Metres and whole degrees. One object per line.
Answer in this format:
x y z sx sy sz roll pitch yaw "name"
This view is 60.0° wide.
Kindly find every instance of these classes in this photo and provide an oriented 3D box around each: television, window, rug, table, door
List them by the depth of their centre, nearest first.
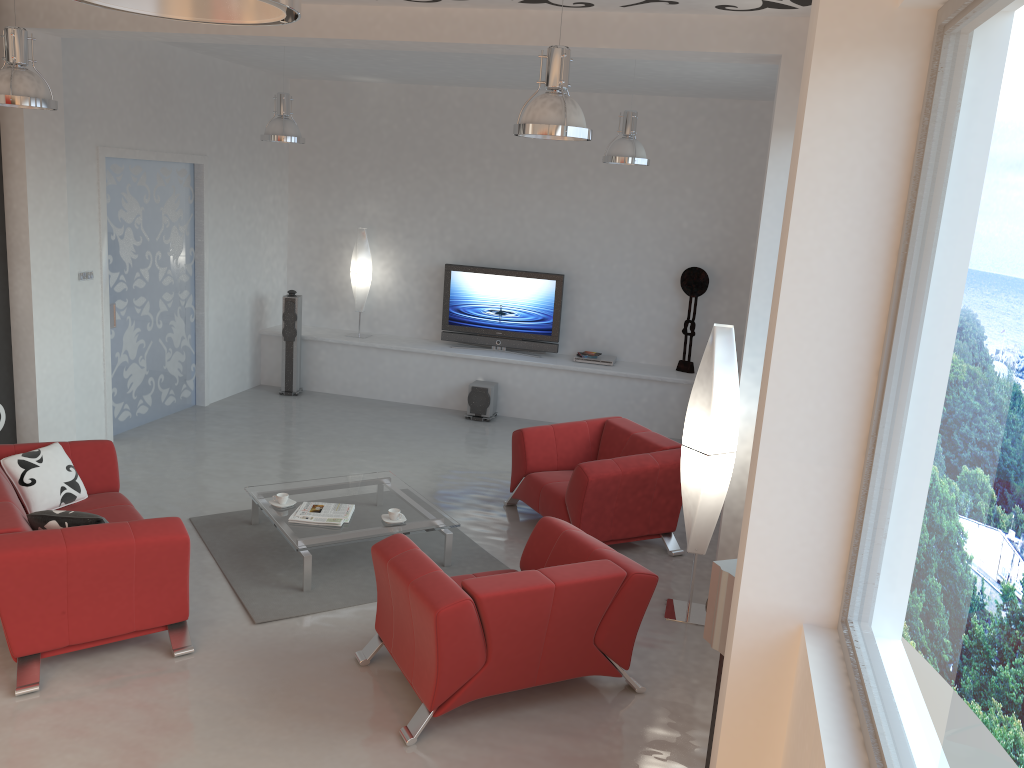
0.828 0.121 1.396 0.100 1.800 2.400 7 13 13 "window"
-1.113 0.956 6.025 1.097 0.286 1.162 -4 15 -31 "table"
-1.134 1.098 6.050 1.700 0.025 1.700 -4 15 -31 "rug"
-3.411 -0.881 8.354 0.240 2.550 1.600 7 13 13 "door"
-0.120 -0.828 9.946 1.356 0.919 0.343 7 13 13 "television"

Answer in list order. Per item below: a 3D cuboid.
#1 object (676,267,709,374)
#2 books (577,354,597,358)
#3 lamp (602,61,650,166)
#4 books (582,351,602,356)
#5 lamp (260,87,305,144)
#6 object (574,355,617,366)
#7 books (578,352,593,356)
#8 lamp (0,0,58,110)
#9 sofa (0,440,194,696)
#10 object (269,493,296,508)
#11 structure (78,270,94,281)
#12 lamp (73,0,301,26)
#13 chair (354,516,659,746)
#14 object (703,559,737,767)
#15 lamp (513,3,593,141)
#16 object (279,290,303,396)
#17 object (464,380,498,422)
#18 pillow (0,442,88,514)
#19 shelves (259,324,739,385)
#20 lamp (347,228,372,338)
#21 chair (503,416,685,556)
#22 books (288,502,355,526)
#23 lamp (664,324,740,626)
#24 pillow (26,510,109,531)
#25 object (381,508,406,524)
1.910 -0.684 9.465 0.331 1.130 0.108 14 16 37 "object"
0.827 -0.313 9.783 0.190 0.015 0.135 -1 13 -21 "books"
0.939 -2.149 7.008 0.379 0.800 0.379 -5 16 -36 "lamp"
0.877 -0.336 9.764 0.190 0.015 0.135 9 14 22 "books"
-1.975 -2.505 7.669 0.379 0.800 0.379 6 13 9 "lamp"
0.923 -0.278 9.794 0.430 0.045 0.352 7 13 13 "object"
0.828 -0.328 9.783 0.190 0.015 0.135 3 13 -7 "books"
-2.693 -1.923 4.814 0.379 0.800 0.379 5 13 6 "lamp"
-2.529 0.858 4.995 0.951 0.738 1.929 -5 15 -36 "sofa"
-1.527 0.771 5.906 0.153 0.069 0.153 14 16 38 "object"
-3.526 -0.896 7.344 0.016 0.080 0.170 7 13 13 "structure"
-0.497 -0.985 1.300 0.379 0.800 0.379 1 13 -15 "lamp"
-0.035 1.151 4.483 1.288 0.738 0.951 -2 14 -26 "chair"
0.835 1.245 3.476 0.214 1.112 0.229 -1 13 -21 "object"
0.221 -1.567 4.154 0.379 0.800 0.379 15 17 41 "lamp"
-2.477 -0.472 9.975 0.255 1.184 0.273 4 12 -2 "object"
-0.322 0.182 9.596 0.336 0.374 0.337 7 13 13 "object"
-2.820 0.575 5.358 0.288 0.343 0.402 9 13 20 "pillow"
-0.176 -0.333 9.938 5.500 0.050 0.650 7 13 13 "shelves"
-1.737 -1.165 10.197 0.263 1.239 0.263 5 13 5 "lamp"
0.626 0.727 6.605 0.951 0.738 1.288 -2 14 -26 "chair"
-1.221 0.840 5.772 0.367 0.035 0.345 5 13 3 "books"
1.143 0.534 5.234 0.313 1.779 0.313 5 13 5 "lamp"
-2.238 0.790 4.577 0.402 0.343 0.288 5 13 5 "pillow"
-0.768 0.855 5.771 0.153 0.069 0.153 -1 13 -20 "object"
